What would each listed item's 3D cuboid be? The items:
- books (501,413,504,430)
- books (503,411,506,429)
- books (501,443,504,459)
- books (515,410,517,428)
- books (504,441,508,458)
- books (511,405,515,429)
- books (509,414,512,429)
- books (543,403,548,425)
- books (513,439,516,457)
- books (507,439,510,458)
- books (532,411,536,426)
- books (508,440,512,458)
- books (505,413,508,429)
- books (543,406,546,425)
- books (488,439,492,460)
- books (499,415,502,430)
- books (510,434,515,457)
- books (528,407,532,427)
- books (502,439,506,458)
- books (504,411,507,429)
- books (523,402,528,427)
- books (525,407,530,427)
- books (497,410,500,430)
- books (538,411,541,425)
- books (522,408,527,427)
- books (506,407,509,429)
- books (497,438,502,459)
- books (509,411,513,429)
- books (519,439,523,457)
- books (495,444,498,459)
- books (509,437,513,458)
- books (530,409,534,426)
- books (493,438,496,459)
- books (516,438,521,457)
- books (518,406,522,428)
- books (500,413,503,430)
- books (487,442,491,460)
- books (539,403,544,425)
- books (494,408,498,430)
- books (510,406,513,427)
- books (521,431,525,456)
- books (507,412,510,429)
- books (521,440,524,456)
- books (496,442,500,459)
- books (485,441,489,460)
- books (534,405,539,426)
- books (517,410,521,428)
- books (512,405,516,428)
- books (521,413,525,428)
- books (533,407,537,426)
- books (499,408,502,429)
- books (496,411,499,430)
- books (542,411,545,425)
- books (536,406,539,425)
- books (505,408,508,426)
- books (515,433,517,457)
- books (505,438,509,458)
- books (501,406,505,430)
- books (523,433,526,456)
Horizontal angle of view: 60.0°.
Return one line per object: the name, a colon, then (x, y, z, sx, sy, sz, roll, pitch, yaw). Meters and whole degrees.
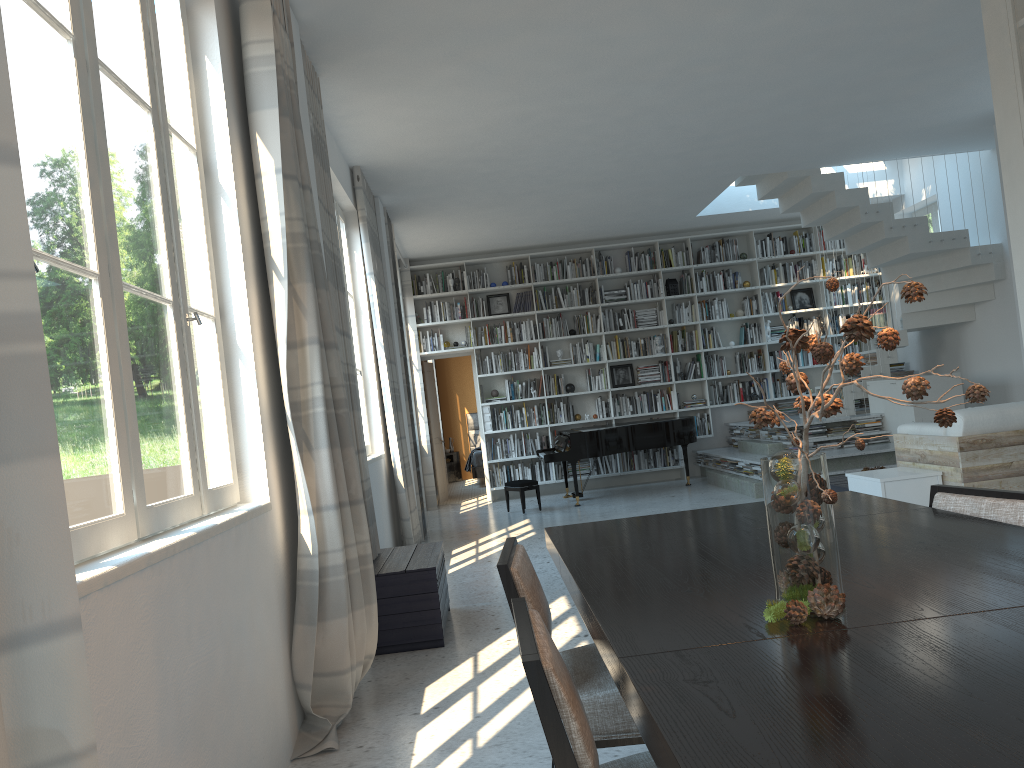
books: (-0.120, 0.486, 11.546, 0.015, 0.217, 0.180, -7, -1, -2)
books: (-0.101, 0.470, 11.554, 0.014, 0.243, 0.171, -7, -1, -2)
books: (-0.128, 0.871, 11.563, 0.025, 0.200, 0.137, -7, -1, -2)
books: (0.055, 0.460, 11.578, 0.045, 0.230, 0.138, -7, -1, -2)
books: (-0.080, 0.853, 11.536, 0.028, 0.223, 0.189, -7, -1, -2)
books: (0.009, 0.429, 11.546, 0.019, 0.300, 0.180, -7, -1, -2)
books: (-0.027, 0.489, 11.543, 0.016, 0.189, 0.183, -7, -1, -2)
books: (0.436, 0.391, 11.594, 0.024, 0.280, 0.136, -7, -1, -2)
books: (0.028, 0.837, 11.565, 0.012, 0.232, 0.148, -7, -1, -2)
books: (-0.051, 0.835, 11.535, 0.010, 0.252, 0.178, -7, -1, -2)
books: (0.285, 0.451, 11.581, 0.023, 0.194, 0.140, -7, -1, -2)
books: (-0.031, 0.845, 11.549, 0.028, 0.229, 0.157, -7, -1, -2)
books: (-0.077, 0.484, 11.572, 0.016, 0.211, 0.146, -7, -1, -2)
books: (0.422, 0.412, 11.571, 0.010, 0.240, 0.174, -7, -1, -2)
books: (-0.286, 0.850, 11.523, 0.011, 0.277, 0.189, -7, -1, -2)
books: (-0.157, 0.503, 11.530, 0.019, 0.189, 0.193, -7, -1, -2)
books: (0.005, 0.806, 11.562, 0.027, 0.299, 0.142, -7, -1, -2)
books: (0.233, 0.429, 11.562, 0.028, 0.249, 0.159, -7, -1, -2)
books: (-0.107, 0.845, 11.569, 0.022, 0.248, 0.133, -7, -1, -2)
books: (-0.090, 0.468, 11.540, 0.009, 0.244, 0.184, -7, -1, -2)
books: (0.176, 0.399, 11.564, 0.021, 0.323, 0.172, -7, -1, -2)
books: (0.204, 0.426, 11.556, 0.028, 0.260, 0.181, -7, -1, -2)
books: (-0.175, 0.468, 11.546, 0.007, 0.264, 0.177, -7, -1, -2)
books: (0.362, 0.449, 11.581, 0.041, 0.181, 0.141, -7, -1, -2)
books: (0.159, 0.435, 11.565, 0.026, 0.254, 0.176, -7, -1, -2)
books: (-0.060, 0.444, 11.541, 0.007, 0.286, 0.182, -7, -1, -2)
books: (-0.158, 0.841, 11.541, 0.029, 0.266, 0.171, -7, -1, -2)
books: (-0.015, 0.468, 11.579, 0.016, 0.230, 0.136, -7, -1, -2)
books: (0.117, 0.831, 11.566, 0.028, 0.225, 0.134, -7, -1, -2)
books: (-0.203, 0.881, 11.555, 0.024, 0.197, 0.148, -7, -1, -2)
books: (-0.014, 0.821, 11.569, 0.013, 0.273, 0.146, -7, -1, -2)
books: (0.259, 0.436, 11.578, 0.025, 0.229, 0.153, -7, -1, -2)
books: (-0.225, 0.845, 11.554, 0.010, 0.273, 0.150, -7, -1, -2)
books: (0.087, 0.827, 11.569, 0.031, 0.238, 0.132, -7, -1, -2)
books: (0.109, 0.427, 11.562, 0.014, 0.282, 0.150, -7, -1, -2)
books: (-0.135, 0.487, 11.558, 0.015, 0.218, 0.176, -7, -1, -2)
books: (-0.304, 0.871, 11.538, 0.029, 0.239, 0.154, -7, -1, -2)
books: (0.384, 0.393, 11.563, 0.014, 0.286, 0.179, -7, -1, -2)
books: (-0.210, 0.457, 11.556, 0.014, 0.294, 0.171, -7, -1, -2)
books: (-0.007, 0.432, 11.582, 0.009, 0.299, 0.141, -7, -1, -2)
books: (0.146, 0.776, 11.547, 0.014, 0.325, 0.170, -7, -1, -2)
books: (-0.045, 0.476, 11.547, 0.015, 0.219, 0.190, -7, -1, -2)
books: (0.138, 0.836, 11.566, 0.013, 0.209, 0.154, -7, -1, -2)
books: (-0.181, 0.866, 11.534, 0.022, 0.220, 0.187, -7, -1, -2)
books: (-0.326, 0.867, 11.551, 0.012, 0.254, 0.161, -7, -1, -2)
books: (0.315, 0.411, 11.561, 0.021, 0.265, 0.185, -7, -1, -2)
books: (0.091, 0.455, 11.562, 0.027, 0.230, 0.159, -7, -1, -2)
books: (0.023, 0.424, 11.559, 0.012, 0.306, 0.189, -7, -1, -2)
books: (0.136, 0.474, 11.553, 0.029, 0.181, 0.190, -7, -1, -2)
books: (0.299, 0.423, 11.578, 0.010, 0.246, 0.160, -7, -1, -2)
books: (-0.150, 0.458, 11.551, 0.008, 0.279, 0.164, -7, -1, -2)
books: (-0.190, 0.474, 11.564, 0.022, 0.257, 0.141, -7, -1, -2)
books: (0.407, 0.441, 11.596, 0.023, 0.187, 0.130, -7, -1, -2)
books: (0.331, 0.413, 11.580, 0.013, 0.260, 0.142, -7, -1, -2)
books: (-0.068, 0.450, 11.564, 0.009, 0.278, 0.157, -7, -1, -2)
books: (0.049, 0.796, 11.546, 0.039, 0.307, 0.172, -7, -1, -2)
books: (-0.062, 0.834, 11.539, 0.013, 0.257, 0.189, -7, -1, -2)
books: (-0.116, 0.436, 11.556, 0.006, 0.315, 0.145, -7, -1, -2)
books: (0.160, 0.790, 11.555, 0.012, 0.295, 0.176, -7, -1, -2)
